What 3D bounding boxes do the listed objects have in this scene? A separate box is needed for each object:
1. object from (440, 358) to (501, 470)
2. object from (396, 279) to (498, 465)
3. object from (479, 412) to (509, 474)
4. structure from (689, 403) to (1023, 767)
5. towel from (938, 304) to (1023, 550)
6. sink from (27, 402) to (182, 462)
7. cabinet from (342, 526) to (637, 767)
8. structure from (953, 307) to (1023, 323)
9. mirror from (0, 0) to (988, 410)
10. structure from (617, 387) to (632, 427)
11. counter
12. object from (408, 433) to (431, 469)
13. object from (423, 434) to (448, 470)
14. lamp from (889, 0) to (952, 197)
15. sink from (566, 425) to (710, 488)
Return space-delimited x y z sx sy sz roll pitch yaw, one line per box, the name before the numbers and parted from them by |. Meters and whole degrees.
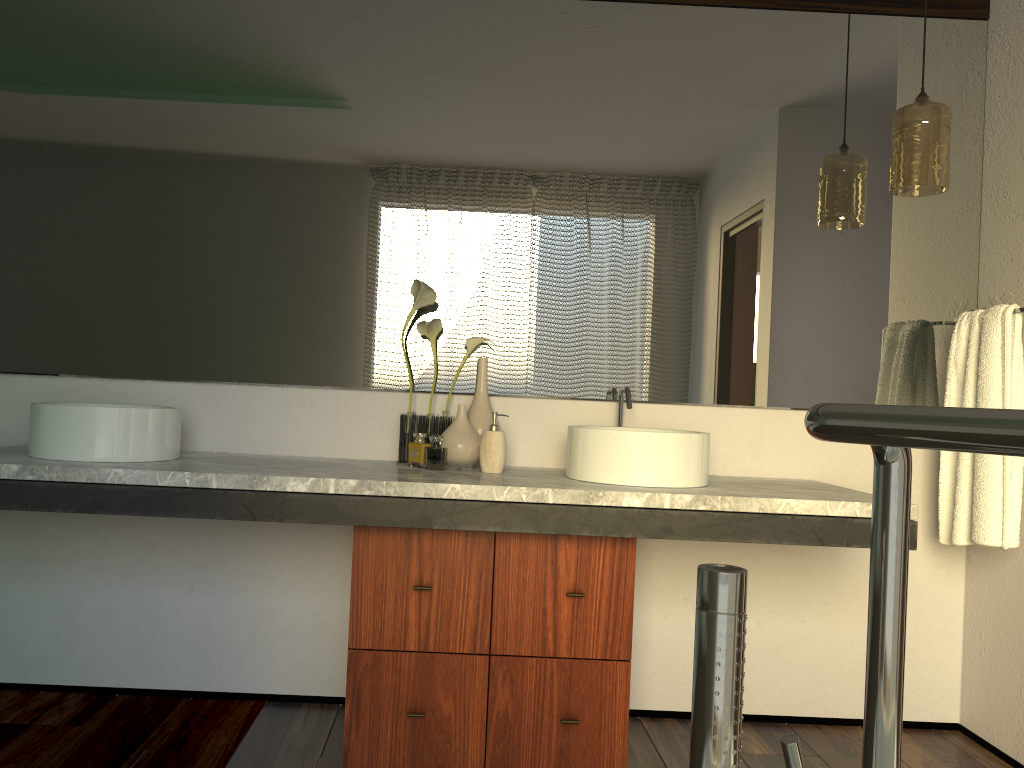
object | -0.111 0.078 2.413 0.122 0.305 0.235 2 -1 24
object | -0.186 -0.025 2.446 0.239 0.504 0.191 3 -1 -24
object | -0.048 0.151 2.299 0.069 0.158 0.071 3 -1 -19
structure | 0.191 0.460 0.443 0.251 0.897 0.269 2 -1 38
towel | 1.230 0.116 2.318 0.163 0.636 0.254 2 -1 15
sink | -1.029 0.119 2.250 0.358 0.131 0.357 3 -1 1
cabinet | -0.065 0.626 2.277 0.658 0.599 0.513 3 -1 -2
structure | 1.304 -0.180 2.333 0.102 0.088 0.370 3 -1 -3
mirror | -0.685 -0.571 2.537 4.076 1.152 0.017 3 -1 -1
structure | 0.284 0.127 2.428 0.066 0.242 0.164 3 -1 0
counter | -0.246 0.271 2.243 2.257 0.101 0.587 3 -1 -1
object | -0.246 0.177 2.357 0.038 0.092 0.067 3 -1 -42
object | -0.198 0.176 2.298 0.057 0.090 0.038 2 -1 9
lamp | 1.081 -0.937 2.317 0.142 0.867 0.135 2 -1 41
sink | 0.320 0.181 2.264 0.351 0.131 0.364 3 -1 -25
